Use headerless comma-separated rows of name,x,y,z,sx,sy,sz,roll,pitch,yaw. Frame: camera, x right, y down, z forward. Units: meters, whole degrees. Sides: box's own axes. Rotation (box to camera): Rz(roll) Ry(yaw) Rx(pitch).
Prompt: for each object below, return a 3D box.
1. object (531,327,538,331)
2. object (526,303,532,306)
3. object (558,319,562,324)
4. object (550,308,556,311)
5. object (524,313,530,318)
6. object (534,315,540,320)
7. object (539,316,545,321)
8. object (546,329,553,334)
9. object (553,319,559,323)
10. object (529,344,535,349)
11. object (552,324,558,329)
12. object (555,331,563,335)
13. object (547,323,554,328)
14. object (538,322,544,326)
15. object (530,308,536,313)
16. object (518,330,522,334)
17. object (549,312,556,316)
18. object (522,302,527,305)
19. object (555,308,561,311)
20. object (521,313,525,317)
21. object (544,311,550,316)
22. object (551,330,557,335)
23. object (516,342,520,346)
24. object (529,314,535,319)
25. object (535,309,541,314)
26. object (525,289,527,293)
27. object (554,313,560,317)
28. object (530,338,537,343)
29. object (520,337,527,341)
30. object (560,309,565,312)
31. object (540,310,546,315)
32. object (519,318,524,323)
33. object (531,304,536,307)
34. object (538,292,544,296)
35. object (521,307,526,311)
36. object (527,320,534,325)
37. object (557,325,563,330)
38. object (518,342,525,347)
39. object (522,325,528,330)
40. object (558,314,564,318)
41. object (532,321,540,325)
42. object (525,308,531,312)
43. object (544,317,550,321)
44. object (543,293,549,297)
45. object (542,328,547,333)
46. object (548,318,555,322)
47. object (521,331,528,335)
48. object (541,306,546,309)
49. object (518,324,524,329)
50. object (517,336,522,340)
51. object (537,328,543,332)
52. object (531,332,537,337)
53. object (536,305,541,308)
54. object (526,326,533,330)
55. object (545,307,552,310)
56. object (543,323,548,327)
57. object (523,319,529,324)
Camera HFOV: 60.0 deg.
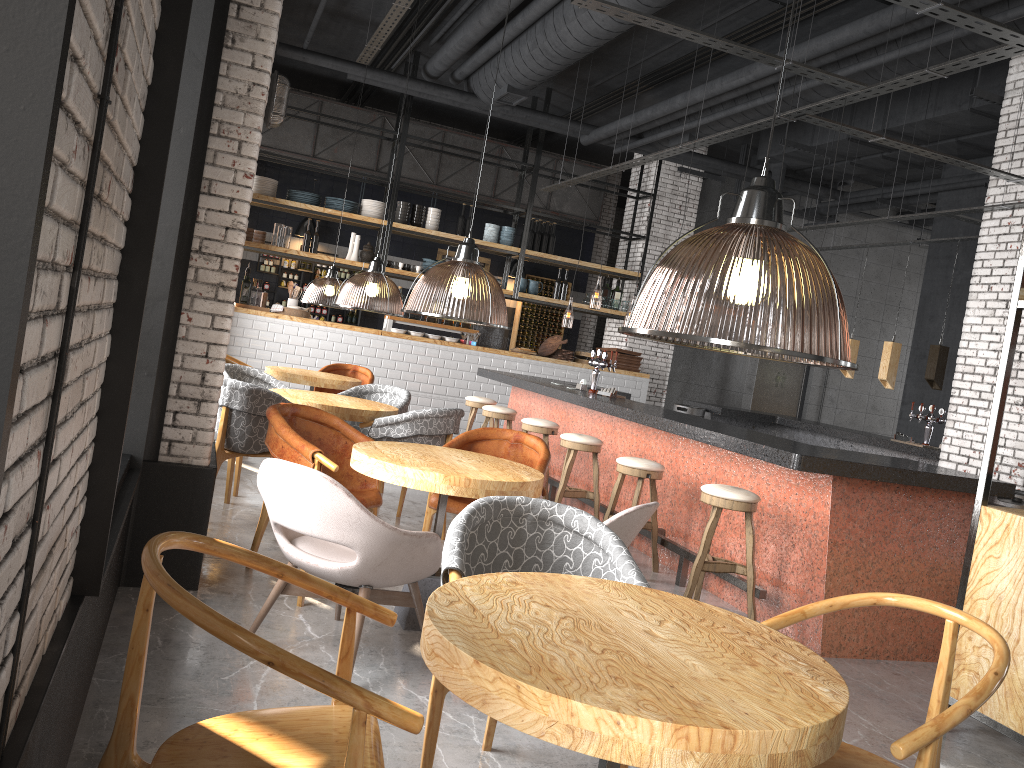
object,0.407,-0.983,15.850,0.079,0.079,0.284,9,3,-20
object,0.307,-1.422,15.759,0.079,0.079,0.284,9,3,-20
object,0.875,-1.126,16.023,0.079,0.079,0.284,9,3,-20
object,0.733,-1.360,15.954,0.079,0.079,0.284,9,3,-20
object,0.266,-1.217,15.782,0.079,0.079,0.284,9,3,-20
object,0.442,-1.190,15.845,0.079,0.079,0.284,9,3,-20
object,0.537,-1.175,15.855,0.079,0.079,0.284,9,3,-20
object,0.671,-0.943,15.946,0.079,0.079,0.284,9,3,-20
object,0.793,-1.137,15.972,0.079,0.079,0.284,9,3,-20
object,0.362,-0.670,15.839,0.079,0.079,0.281,9,3,-20
object,0.771,-1.035,15.990,0.079,0.079,0.284,9,3,-20
object,0.853,-0.915,15.991,0.079,0.079,0.284,9,3,-20
object,0.696,-1.045,15.921,0.079,0.079,0.284,9,3,-20
object,0.519,-1.071,15.862,0.079,0.079,0.284,9,3,-20
object,0.371,-1.307,15.811,0.079,0.079,0.284,9,3,-20
object,0.122,-0.920,15.771,0.079,0.079,0.281,9,3,-20
object,0.723,-1.254,15.938,0.079,0.079,0.284,9,3,-20
object,0.213,-1.437,15.745,0.079,0.079,0.284,9,3,-20
object,0.823,-1.346,15.982,0.079,0.079,0.284,9,3,-20
object,0.173,-1.231,15.765,0.079,0.079,0.284,9,3,-20
object,0.630,-1.269,15.921,0.079,0.079,0.284,9,3,-20
object,0.754,-0.932,15.992,0.079,0.079,0.284,9,3,-20
object,0.092,-0.712,15.762,0.079,0.079,0.281,9,3,-20
object,0.360,-1.202,15.796,0.079,0.079,0.284,9,3,-20
object,0.453,-1.296,15.862,0.079,0.079,0.284,9,3,-20
object,0.241,-1.646,15.759,0.079,0.079,0.284,9,3,-20
object,0.805,-1.242,15.985,0.079,0.079,0.284,9,3,-20
object,0.381,-0.773,15.833,0.079,0.079,0.281,9,3,-20
object,0.205,-0.800,15.769,0.079,0.079,0.281,9,3,-20
object,0.919,-1.330,15.991,0.079,0.079,0.284,9,3,-20
object,0.542,-1.282,15.889,0.079,0.079,0.284,9,3,-20
object,0.161,-1.126,15.753,0.079,0.079,0.284,9,3,-20
object,0.383,-1.412,15.823,0.079,0.079,0.284,9,3,-20
object,0.511,-1.605,15.836,0.079,0.079,0.284,9,3,-20
object,0.199,-1.333,15.739,0.079,0.079,0.284,9,3,-20
object,0.332,-1.101,15.831,0.079,0.079,0.284,9,3,-20
object,0.864,-1.020,16.007,0.079,0.079,0.284,9,3,-20
object,0.174,-0.700,15.812,0.079,0.079,0.281,9,3,-20
object,0.232,-1.009,15.787,0.079,0.079,0.284,9,3,-20
object,0.898,-1.228,16.002,0.079,0.079,0.284,9,3,-20
object,0.432,-1.084,15.826,0.079,0.079,0.284,9,3,-20
object,0.291,-1.318,15.758,0.079,0.079,0.284,9,3,-20
object,0.618,-1.164,15.909,0.079,0.079,0.284,9,3,-20
object,0.605,-1.590,15.849,0.079,0.079,0.284,9,3,-20
object,0.576,-0.958,15.933,0.079,0.079,0.284,9,3,-20
object,0.712,-1.149,15.923,0.079,0.079,0.284,9,3,-20
object,0.221,-0.904,15.770,0.079,0.079,0.281,9,3,-20
object,0.570,-1.382,15.854,0.079,0.079,0.284,9,3,-20
object,0.151,-1.020,15.733,0.079,0.079,0.284,9,3,-20
object,0.113,-0.814,15.751,0.079,0.079,0.281,9,3,-20
object,0.495,-0.970,15.882,0.079,0.079,0.284,9,3,-20
object,0.384,-0.881,15.871,0.079,0.079,0.281,9,3,-20
object,0.476,-1.397,15.840,0.079,0.079,0.284,9,3,-20
object,0.322,-0.995,15.810,0.079,0.079,0.284,9,3,-20
object,0.652,-1.371,15.904,0.079,0.079,0.284,9,3,-20
object,0.595,-1.062,15.926,0.079,0.079,0.284,9,3,-20
object,0.242,-1.115,15.803,0.079,0.079,0.284,9,3,-20
